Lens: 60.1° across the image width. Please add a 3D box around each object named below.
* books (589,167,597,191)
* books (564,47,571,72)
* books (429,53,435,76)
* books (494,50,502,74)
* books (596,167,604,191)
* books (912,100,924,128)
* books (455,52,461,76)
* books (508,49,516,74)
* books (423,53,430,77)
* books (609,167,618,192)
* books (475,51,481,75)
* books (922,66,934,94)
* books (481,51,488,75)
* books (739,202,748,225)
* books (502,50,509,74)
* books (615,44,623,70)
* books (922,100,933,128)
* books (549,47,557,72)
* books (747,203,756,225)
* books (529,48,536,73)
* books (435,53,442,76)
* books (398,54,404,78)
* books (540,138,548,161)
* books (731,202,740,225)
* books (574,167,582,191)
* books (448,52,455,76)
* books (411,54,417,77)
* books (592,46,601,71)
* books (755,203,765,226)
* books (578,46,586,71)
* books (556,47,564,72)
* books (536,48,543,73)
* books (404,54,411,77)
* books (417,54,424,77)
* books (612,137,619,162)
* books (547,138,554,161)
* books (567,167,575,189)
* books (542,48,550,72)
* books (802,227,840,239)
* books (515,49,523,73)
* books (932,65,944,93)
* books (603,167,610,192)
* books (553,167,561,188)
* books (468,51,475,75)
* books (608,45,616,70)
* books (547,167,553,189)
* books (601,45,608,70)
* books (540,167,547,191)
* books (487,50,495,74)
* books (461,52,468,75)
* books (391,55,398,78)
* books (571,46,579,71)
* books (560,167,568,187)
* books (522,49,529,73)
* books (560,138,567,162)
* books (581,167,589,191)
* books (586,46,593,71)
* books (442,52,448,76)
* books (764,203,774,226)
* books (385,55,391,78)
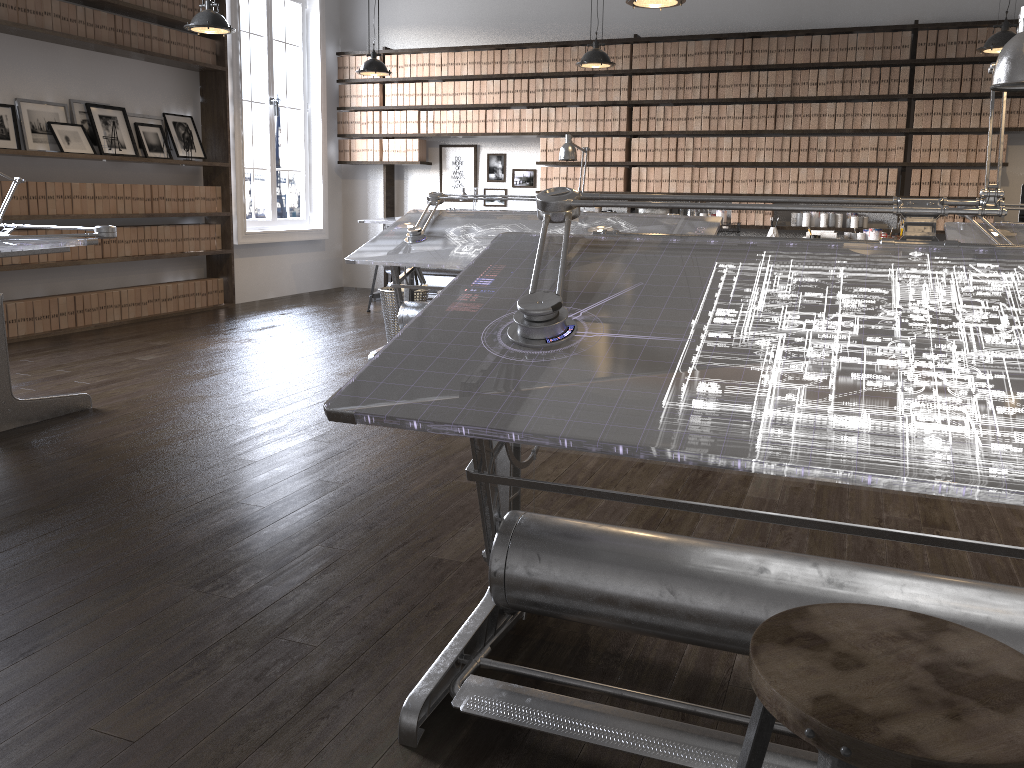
[{"bbox_3d":[0.782,-1.931,8.365,0.067,0.224,0.176,5,11,21],"label":"books"},{"bbox_3d":[0.544,-3.028,8.300,0.067,0.224,0.176,5,11,21],"label":"books"},{"bbox_3d":[-0.752,-3.155,8.792,0.067,0.223,0.176,5,11,21],"label":"books"},{"bbox_3d":[-0.108,-3.091,8.542,0.067,0.224,0.176,5,11,21],"label":"books"},{"bbox_3d":[0.849,-1.924,8.339,0.067,0.224,0.176,5,11,21],"label":"books"},{"bbox_3d":[3.352,-2.216,7.306,0.067,0.223,0.176,5,11,21],"label":"books"},{"bbox_3d":[-0.494,-3.130,8.696,0.067,0.224,0.176,5,11,21],"label":"books"},{"bbox_3d":[0.029,-3.078,8.491,0.067,0.224,0.176,5,11,21],"label":"books"},{"bbox_3d":[-0.816,-3.160,8.812,0.067,0.224,0.176,5,11,21],"label":"books"},{"bbox_3d":[0.971,-1.914,8.300,0.067,0.223,0.176,5,11,21],"label":"books"},{"bbox_3d":[-0.297,-3.109,8.613,0.067,0.224,0.176,5,11,21],"label":"books"},{"bbox_3d":[3.402,-2.474,7.242,0.067,0.224,0.176,5,11,21],"label":"books"},{"bbox_3d":[-0.237,-3.104,8.595,0.067,0.223,0.176,5,11,21],"label":"books"},{"bbox_3d":[2.078,-1.536,7.918,0.067,0.224,0.176,5,11,21],"label":"books"},{"bbox_3d":[-0.036,-3.085,8.521,0.067,0.224,0.176,5,11,21],"label":"books"},{"bbox_3d":[1.001,-2.982,8.121,0.067,0.224,0.176,5,11,21],"label":"books"},{"bbox_3d":[3.410,-2.209,7.279,0.067,0.224,0.176,5,11,21],"label":"books"},{"bbox_3d":[0.412,-3.040,8.344,0.067,0.224,0.176,5,11,21],"label":"books"},{"bbox_3d":[2.144,-1.530,7.893,0.067,0.224,0.176,5,11,21],"label":"books"},{"bbox_3d":[0.223,-3.058,8.415,0.067,0.224,0.176,5,11,21],"label":"books"},{"bbox_3d":[-0.694,-3.149,8.768,0.067,0.223,0.176,5,11,21],"label":"books"},{"bbox_3d":[-1.075,-3.187,8.917,0.067,0.224,0.176,5,11,21],"label":"books"},{"bbox_3d":[0.329,-2.241,8.499,0.067,0.224,0.176,5,11,21],"label":"books"},{"bbox_3d":[2.013,-1.541,7.936,0.067,0.224,0.176,5,11,21],"label":"books"},{"bbox_3d":[0.652,-1.945,8.423,0.067,0.224,0.176,5,11,21],"label":"books"},{"bbox_3d":[-0.560,-3.136,8.719,0.067,0.224,0.176,5,11,21],"label":"books"},{"bbox_3d":[-0.943,-3.174,8.866,0.067,0.224,0.176,5,11,21],"label":"books"},{"bbox_3d":[0.802,-3.002,8.198,0.067,0.223,0.176,5,11,21],"label":"books"},{"bbox_3d":[2.208,-1.523,7.864,0.067,0.224,0.176,5,11,21],"label":"books"},{"bbox_3d":[0.674,-3.014,8.242,0.067,0.224,0.176,5,11,21],"label":"books"},{"bbox_3d":[0.479,-3.034,8.323,0.067,0.224,0.176,5,11,21],"label":"books"},{"bbox_3d":[0.287,-3.053,8.395,0.067,0.223,0.176,5,11,21],"label":"books"},{"bbox_3d":[-1.010,-3.180,8.888,0.067,0.224,0.176,5,11,21],"label":"books"},{"bbox_3d":[-0.876,-3.168,8.841,0.067,0.224,0.176,5,11,21],"label":"books"},{"bbox_3d":[0.989,-2.177,8.250,0.067,0.223,0.176,5,11,21],"label":"books"},{"bbox_3d":[0.397,-2.235,8.475,0.067,0.223,0.176,5,11,21],"label":"books"},{"bbox_3d":[0.586,-1.951,8.446,0.067,0.224,0.176,5,11,21],"label":"books"},{"bbox_3d":[0.345,-3.047,8.372,0.067,0.223,0.176,5,11,21],"label":"books"},{"bbox_3d":[2.587,-1.239,7.407,0.295,0.146,0.388,5,12,21],"label":"books"},{"bbox_3d":[0.096,-3.072,8.470,0.067,0.224,0.176,5,11,21],"label":"books"},{"bbox_3d":[3.470,-2.467,7.216,0.067,0.224,0.176,5,11,21],"label":"books"},{"bbox_3d":[0.909,-1.920,8.321,0.067,0.223,0.176,5,11,21],"label":"books"},{"bbox_3d":[0.452,-1.964,8.495,0.067,0.223,0.176,5,11,21],"label":"books"},{"bbox_3d":[-0.365,-3.116,8.639,0.067,0.224,0.176,5,11,21],"label":"books"},{"bbox_3d":[0.938,-2.990,8.149,0.067,0.224,0.176,5,11,21],"label":"books"},{"bbox_3d":[0.394,-1.970,8.518,0.067,0.223,0.176,5,11,21],"label":"books"},{"bbox_3d":[0.872,-2.996,8.172,0.067,0.224,0.176,5,11,21],"label":"books"},{"bbox_3d":[0.330,-1.975,8.538,0.067,0.224,0.176,5,11,21],"label":"books"},{"bbox_3d":[-0.175,-3.099,8.574,0.067,0.223,0.176,5,11,21],"label":"books"},{"bbox_3d":[-0.431,-3.123,8.668,0.067,0.224,0.176,5,11,21],"label":"books"},{"bbox_3d":[-1.146,-3.193,8.939,0.067,0.224,0.176,5,11,21],"label":"books"},{"bbox_3d":[0.608,-3.021,8.271,0.067,0.224,0.176,5,11,21],"label":"books"},{"bbox_3d":[0.519,-1.957,8.467,0.067,0.224,0.176,5,11,21],"label":"books"},{"bbox_3d":[0.162,-3.065,8.444,0.067,0.224,0.176,5,11,21],"label":"books"},{"bbox_3d":[0.517,-2.223,8.426,0.067,0.224,0.176,5,11,21],"label":"books"},{"bbox_3d":[0.715,-1.938,8.394,0.067,0.224,0.176,5,11,21],"label":"books"},{"bbox_3d":[0.741,-3.007,8.216,0.067,0.224,0.176,5,11,21],"label":"books"},{"bbox_3d":[-0.627,-3.142,8.741,0.067,0.224,0.176,5,11,21],"label":"books"},{"bbox_3d":[2.276,-1.517,7.843,0.067,0.224,0.176,5,11,21],"label":"books"},{"bbox_3d":[-1.214,-3.201,8.970,0.067,0.223,0.176,5,11,21],"label":"books"}]
